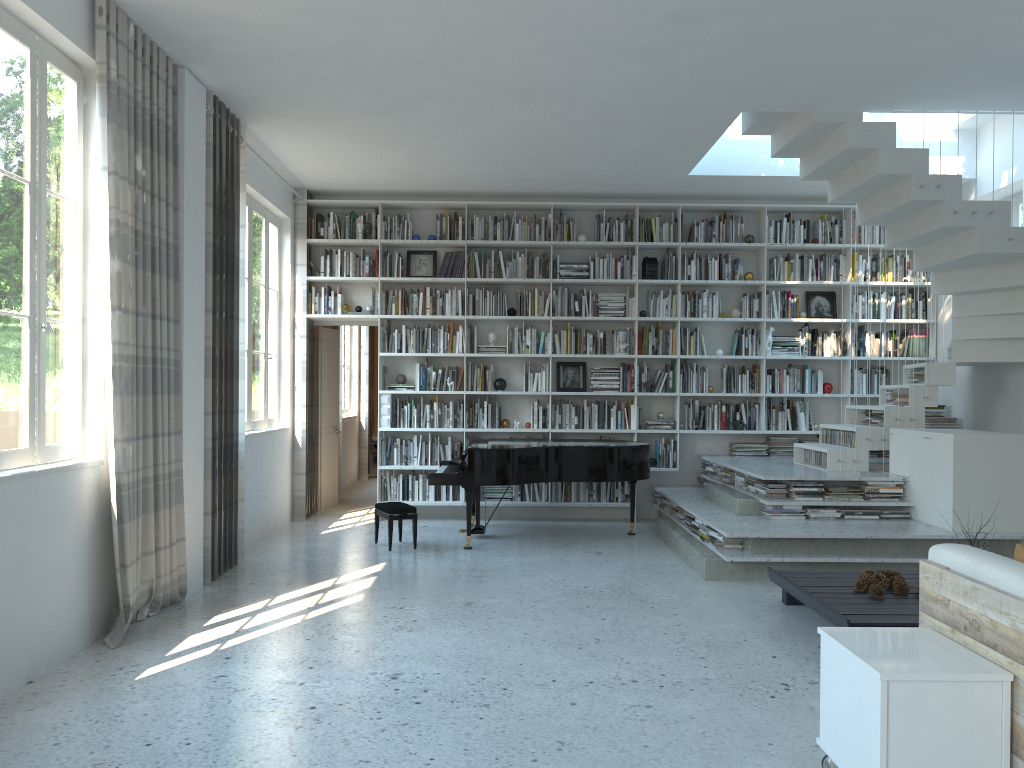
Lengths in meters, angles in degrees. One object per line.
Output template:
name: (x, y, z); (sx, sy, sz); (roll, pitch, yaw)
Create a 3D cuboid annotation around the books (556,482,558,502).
books: (0.444, 0.999, 8.874); (0.014, 0.340, 0.139); (0, 0, -1)

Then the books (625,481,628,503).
books: (1.130, 1.065, 8.863); (0.029, 0.218, 0.191); (0, 0, -1)

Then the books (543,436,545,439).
books: (0.316, 0.673, 8.870); (0.021, 0.290, 0.160); (0, 0, -1)

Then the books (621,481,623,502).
books: (1.088, 1.060, 8.878); (0.028, 0.227, 0.162); (0, 0, -1)

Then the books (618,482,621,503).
books: (1.064, 1.071, 8.866); (0.022, 0.205, 0.191); (0, 0, -1)

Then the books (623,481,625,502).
books: (1.109, 1.046, 8.869); (0.013, 0.256, 0.176); (0, 0, -1)

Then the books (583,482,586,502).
books: (0.717, 1.040, 8.879); (0.028, 0.261, 0.132); (0, 0, -1)

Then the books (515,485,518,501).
books: (0.041, 1.033, 8.872); (0.031, 0.265, 0.144); (0, 0, -1)

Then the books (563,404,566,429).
books: (0.522, 0.322, 8.878); (0.024, 0.247, 0.132); (0, 0, -1)

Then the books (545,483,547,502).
books: (0.333, 1.078, 8.865); (0.024, 0.180, 0.171); (0, 0, -1)

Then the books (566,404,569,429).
books: (0.548, 0.323, 8.861); (0.027, 0.245, 0.179); (0, 0, -1)

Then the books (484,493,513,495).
books: (-0.136, 1.092, 8.863); (0.285, 0.007, 0.159); (0, 0, -5)

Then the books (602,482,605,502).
books: (0.907, 1.067, 8.860); (0.029, 0.210, 0.170); (0, 0, -1)

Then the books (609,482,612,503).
books: (0.984, 1.014, 8.856); (0.013, 0.317, 0.186); (0, 0, -1)

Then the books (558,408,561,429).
books: (0.471, 0.342, 8.867); (0.024, 0.208, 0.170); (0, 0, -1)

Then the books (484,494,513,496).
books: (-0.135, 1.105, 8.868); (0.285, 0.007, 0.159); (0, 0, 1)

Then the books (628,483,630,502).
books: (1.155, 1.083, 8.876); (0.023, 0.182, 0.148); (0, 0, -1)

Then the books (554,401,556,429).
books: (0.427, 0.308, 8.865); (0.011, 0.275, 0.146); (0, 0, -1)

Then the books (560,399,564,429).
books: (0.497, 0.301, 8.884); (0.027, 0.290, 0.140); (0, 0, -1)

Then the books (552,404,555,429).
books: (0.407, 0.323, 8.872); (0.029, 0.244, 0.154); (0, 0, -1)

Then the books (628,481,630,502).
books: (1.187, 1.040, 8.808); (0.038, 0.269, 0.277); (0, 0, -1)

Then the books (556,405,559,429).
books: (0.446, 0.328, 8.854); (0.027, 0.234, 0.167); (0, 0, -1)

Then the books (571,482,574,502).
books: (0.603, 1.067, 8.857); (0.028, 0.206, 0.174); (0, 0, -1)

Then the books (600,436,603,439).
books: (0.888, 0.670, 8.803); (0.013, 0.303, 0.181); (0, 0, -1)

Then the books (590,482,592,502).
books: (0.779, 1.065, 8.869); (0.022, 0.213, 0.167); (0, 0, -1)

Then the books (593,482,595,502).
books: (0.811, 1.027, 8.862); (0.014, 0.288, 0.184); (0, 0, -1)

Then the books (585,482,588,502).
books: (0.743, 1.069, 8.877); (0.024, 0.203, 0.144); (0, 0, -1)

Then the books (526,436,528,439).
books: (0.149, 0.669, 8.881); (0.025, 0.294, 0.134); (0, 0, -1)

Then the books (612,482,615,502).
books: (1.003, 1.054, 8.880); (0.028, 0.239, 0.140); (0, 0, -1)

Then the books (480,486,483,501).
books: (-0.300, 1.022, 8.869); (0.027, 0.282, 0.129); (0, 0, -1)

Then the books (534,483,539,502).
books: (0.236, 1.029, 8.865); (0.073, 0.276, 0.181); (0, 0, -1)

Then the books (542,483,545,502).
books: (0.309, 1.037, 8.848); (0.024, 0.260, 0.189); (0, 0, -1)

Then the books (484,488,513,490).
books: (-0.138, 1.046, 8.868); (0.285, 0.005, 0.159); (0, 0, -3)

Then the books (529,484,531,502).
books: (0.181, 1.051, 8.859); (0.011, 0.232, 0.174); (0, 0, -1)

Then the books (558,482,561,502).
books: (0.473, 1.037, 8.878); (0.025, 0.263, 0.145); (0, 0, -1)

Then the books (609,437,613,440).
books: (0.981, 0.676, 8.808); (0.015, 0.293, 0.169); (0, 0, -1)

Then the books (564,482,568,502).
books: (0.542, 1.046, 8.879); (0.022, 0.247, 0.144); (0, 0, -1)

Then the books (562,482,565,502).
books: (0.514, 1.014, 8.868); (0.034, 0.311, 0.170); (0, 0, -1)

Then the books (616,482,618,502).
books: (1.041, 1.078, 8.876); (0.024, 0.191, 0.155); (0, 0, -1)

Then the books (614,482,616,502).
books: (1.023, 1.044, 8.865); (0.011, 0.258, 0.171); (0, 0, -1)

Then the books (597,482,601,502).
books: (0.862, 1.066, 8.887); (0.040, 0.212, 0.129); (0, 0, -1)

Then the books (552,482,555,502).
books: (0.410, 1.040, 8.857); (0.026, 0.256, 0.183); (0, 0, -1)

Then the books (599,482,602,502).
books: (0.887, 1.069, 8.855); (0.010, 0.206, 0.180); (0, 0, -1)

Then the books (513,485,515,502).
books: (0.020, 1.038, 8.856); (0.012, 0.254, 0.161); (0, 0, -1)

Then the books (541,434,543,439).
books: (0.299, 0.657, 8.860); (0.013, 0.320, 0.173); (0, 0, -1)

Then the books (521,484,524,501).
books: (0.100, 1.047, 8.872); (0.028, 0.238, 0.136); (0, 0, -1)

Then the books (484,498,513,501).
books: (-0.138, 1.154, 8.873); (0.285, 0.007, 0.159); (0, 0, -1)

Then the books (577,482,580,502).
books: (0.660, 1.023, 8.876); (0.026, 0.294, 0.155); (0, 0, -1)

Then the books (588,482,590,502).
books: (0.762, 1.029, 8.865); (0.013, 0.285, 0.185); (0, 0, -1)

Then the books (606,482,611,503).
books: (0.955, 1.047, 8.852); (0.044, 0.251, 0.187); (0, 0, -1)

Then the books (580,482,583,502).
books: (0.688, 1.053, 8.879); (0.030, 0.234, 0.138); (0, 0, -1)

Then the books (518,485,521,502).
books: (0.071, 1.065, 8.860); (0.029, 0.202, 0.178); (0, 0, -1)

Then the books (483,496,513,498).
books: (-0.135, 1.120, 8.861); (0.285, 0.007, 0.159); (0, 0, 4)

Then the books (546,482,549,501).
books: (0.355, 1.049, 8.885); (0.021, 0.237, 0.115); (0, 0, -1)

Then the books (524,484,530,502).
books: (0.144, 1.040, 8.861); (0.062, 0.253, 0.177); (0, 0, -1)

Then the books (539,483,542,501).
books: (0.285, 1.038, 8.879); (0.025, 0.259, 0.132); (0, 0, -1)

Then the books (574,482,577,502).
books: (0.631, 1.072, 8.887); (0.030, 0.197, 0.143); (0, 0, -1)

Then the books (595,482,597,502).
books: (0.830, 1.041, 8.878); (0.024, 0.262, 0.131); (0, 0, -1)
